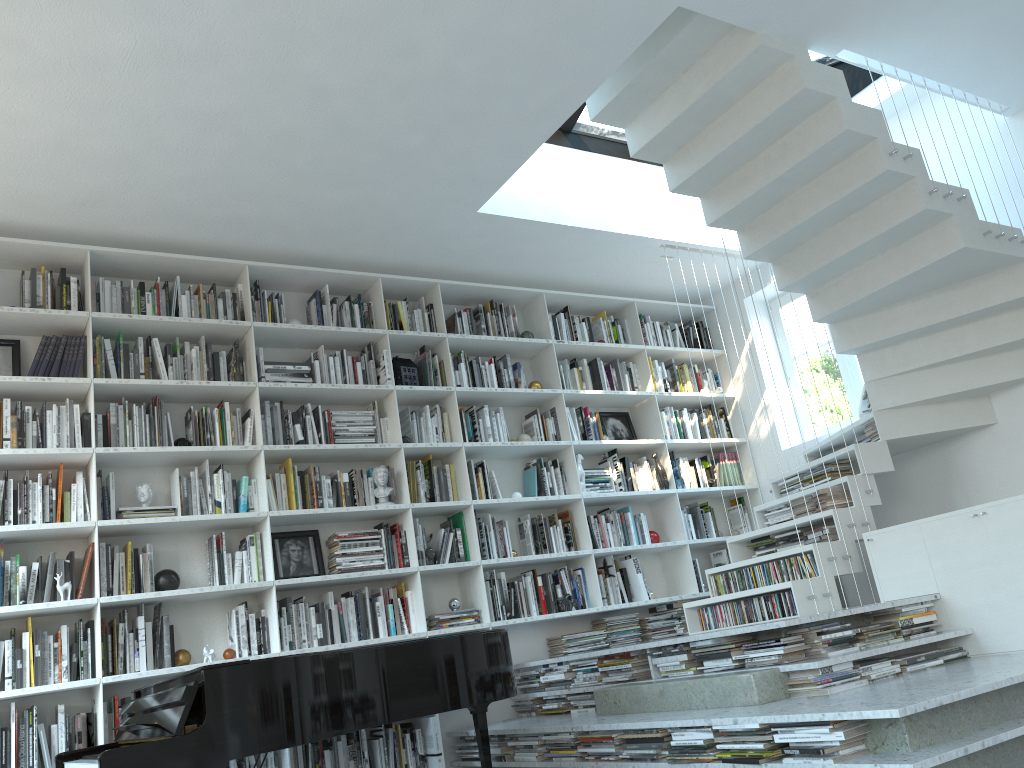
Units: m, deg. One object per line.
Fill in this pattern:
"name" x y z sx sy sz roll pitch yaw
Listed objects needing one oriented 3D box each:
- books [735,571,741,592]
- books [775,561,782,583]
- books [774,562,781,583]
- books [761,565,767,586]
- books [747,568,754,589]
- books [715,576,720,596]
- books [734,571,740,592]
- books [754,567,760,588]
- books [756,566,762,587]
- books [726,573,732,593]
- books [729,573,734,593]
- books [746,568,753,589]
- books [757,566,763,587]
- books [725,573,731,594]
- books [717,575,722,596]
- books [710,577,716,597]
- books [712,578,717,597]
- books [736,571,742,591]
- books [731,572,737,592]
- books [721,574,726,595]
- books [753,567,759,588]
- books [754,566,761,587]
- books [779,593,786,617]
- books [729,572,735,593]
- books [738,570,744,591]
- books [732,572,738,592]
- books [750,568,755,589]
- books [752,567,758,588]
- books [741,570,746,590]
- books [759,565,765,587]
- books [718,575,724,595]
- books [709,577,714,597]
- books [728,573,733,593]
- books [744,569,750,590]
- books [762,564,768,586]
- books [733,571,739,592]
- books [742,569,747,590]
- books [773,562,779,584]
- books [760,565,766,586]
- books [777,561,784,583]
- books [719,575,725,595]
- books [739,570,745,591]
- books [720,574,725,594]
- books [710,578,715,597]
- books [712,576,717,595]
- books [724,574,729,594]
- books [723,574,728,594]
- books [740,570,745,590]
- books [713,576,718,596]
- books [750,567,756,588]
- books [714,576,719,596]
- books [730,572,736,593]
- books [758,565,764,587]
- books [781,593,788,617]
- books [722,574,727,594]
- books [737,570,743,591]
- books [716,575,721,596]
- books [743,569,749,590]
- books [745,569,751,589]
"books" 1.357 1.143 5.154 0.125 0.125 0.008 1 -20 -32
"books" 1.517 1.039 4.905 0.125 0.125 0.018 1 -20 -32
"books" 1.512 1.042 4.913 0.125 0.125 0.012 1 -20 -32
"books" 1.461 1.075 4.993 0.125 0.125 0.007 1 -20 -32
"books" 1.409 1.110 5.074 0.125 0.125 0.010 1 -20 -32
"books" 1.271 1.200 5.288 0.125 0.125 0.007 1 -20 -32
"books" 1.353 1.146 5.160 0.125 0.125 0.008 1 -20 -32
"books" 1.433 1.094 5.036 0.125 0.125 0.007 1 -20 -32
"books" 1.442 1.088 5.022 0.125 0.125 0.008 1 -20 -32
"books" 1.320 1.168 5.212 0.125 0.125 0.010 1 -20 -32
"books" 1.329 1.162 5.197 0.125 0.125 0.007 1 -20 -32
"books" 1.404 1.113 5.081 0.125 0.125 0.007 1 -20 -32
"books" 1.446 1.085 5.016 0.125 0.125 0.008 1 -20 -32
"books" 1.314 1.172 5.221 0.125 0.125 0.010 1 -20 -32
"books" 1.279 1.195 5.275 0.125 0.125 0.010 1 -20 -32
"books" 1.251 1.213 5.318 0.125 0.125 0.009 1 -20 -32
"books" 1.256 1.210 5.312 0.125 0.125 0.008 1 -20 -32
"books" 1.362 1.141 5.147 0.125 0.125 0.008 1 -20 -32
"books" 1.342 1.154 5.178 0.125 0.125 0.007 1 -20 -32
"books" 1.297 1.183 5.247 0.125 0.125 0.007 1 -20 -32
"books" 1.429 1.096 5.042 0.125 0.125 0.007 1 -20 -32
"books" 1.437 1.091 5.030 0.125 0.125 0.010 1 -20 -32
"books" 1.475 1.163 4.692 0.125 0.125 0.009 1 -20 -32
"books" 1.334 1.159 5.190 0.125 0.125 0.009 1 -20 -32
"books" 1.369 1.136 5.135 0.125 0.125 0.007 1 -20 -32
"books" 1.346 1.151 5.172 0.125 0.125 0.008 1 -20 -32
"books" 1.415 1.106 5.064 0.125 0.125 0.014 1 -20 -32
"books" 1.425 1.099 5.049 0.125 0.125 0.007 1 -20 -32
"books" 1.380 1.128 5.118 0.125 0.125 0.008 1 -20 -32
"books" 1.453 1.080 5.005 0.125 0.125 0.008 1 -20 -32
"books" 1.284 1.192 5.268 0.125 0.125 0.012 1 -20 -32
"books" 1.243 1.218 5.331 0.125 0.125 0.009 1 -20 -32
"books" 1.325 1.165 5.204 0.125 0.125 0.010 1 -20 -32
"books" 1.395 1.119 5.095 0.125 0.125 0.011 1 -20 -32
"books" 1.465 1.073 4.987 0.125 0.125 0.008 1 -20 -32
"books" 1.349 1.149 5.166 0.125 0.125 0.008 1 -20 -32
"books" 1.384 1.126 5.112 0.125 0.125 0.008 1 -20 -32
"books" 1.507 1.045 4.921 0.125 0.125 0.007 1 -20 -32
"books" 1.457 1.078 4.999 0.125 0.125 0.008 1 -20 -32
"books" 1.524 1.034 4.894 0.125 0.125 0.009 1 -20 -32
"books" 1.289 1.188 5.259 0.125 0.125 0.008 1 -20 -32
"books" 1.373 1.133 5.129 0.125 0.125 0.007 1 -20 -32
"books" 1.294 1.185 5.252 0.125 0.125 0.007 1 -20 -32
"books" 1.247 1.215 5.324 0.125 0.125 0.008 1 -20 -32
"books" 1.259 1.208 5.306 0.125 0.125 0.007 1 -20 -32
"books" 1.309 1.175 5.228 0.125 0.125 0.008 1 -20 -32
"books" 1.305 1.178 5.235 0.125 0.125 0.008 1 -20 -32
"books" 1.377 1.131 5.123 0.125 0.125 0.008 1 -20 -32
"books" 1.263 1.205 5.300 0.125 0.125 0.008 1 -20 -32
"books" 1.421 1.102 5.055 0.125 0.125 0.010 1 -20 -32
"books" 1.267 1.203 5.294 0.125 0.125 0.009 1 -20 -32
"books" 1.337 1.156 5.184 0.125 0.125 0.009 1 -20 -32
"books" 1.449 1.083 5.010 0.125 0.125 0.008 1 -20 -32
"books" 1.479 1.160 4.685 0.125 0.125 0.007 1 -20 -32
"books" 1.301 1.180 5.241 0.125 0.125 0.007 1 -20 -32
"books" 1.365 1.138 5.141 0.125 0.125 0.007 1 -20 -32
"books" 1.275 1.198 5.282 0.125 0.125 0.008 1 -20 -32
"books" 1.389 1.122 5.104 0.125 0.125 0.012 1 -20 -32
"books" 1.399 1.116 5.089 0.125 0.125 0.009 1 -20 -32
